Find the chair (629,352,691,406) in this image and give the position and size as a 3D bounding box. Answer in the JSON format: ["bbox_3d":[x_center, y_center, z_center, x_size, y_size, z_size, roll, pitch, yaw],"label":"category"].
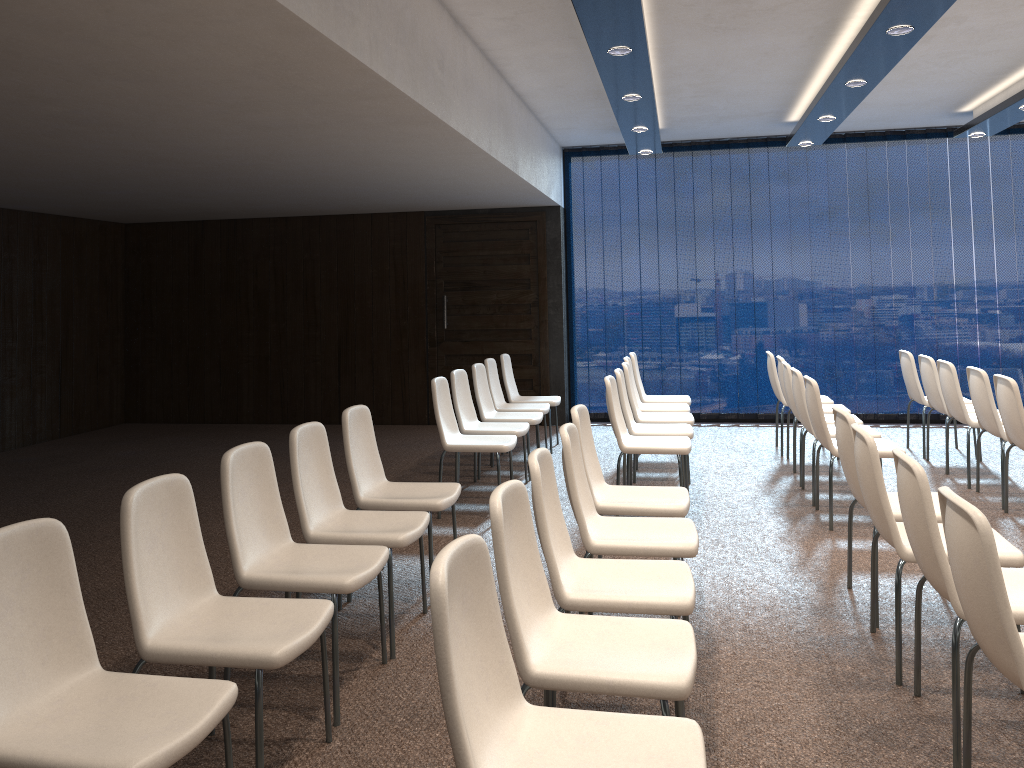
[{"bbox_3d":[1.385,0.155,8.160,0.557,0.905,0.530,-1,-1,11],"label":"chair"}]

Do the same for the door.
[{"bbox_3d":[-0.273,-0.745,10.018,1.399,2.420,0.267,-1,-3,11],"label":"door"}]

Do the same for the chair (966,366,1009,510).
[{"bbox_3d":[3.412,0.334,5.910,0.557,0.905,0.530,-1,-1,11],"label":"chair"}]

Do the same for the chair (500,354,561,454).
[{"bbox_3d":[0.180,0.162,8.354,0.557,0.905,0.530,-1,-1,10],"label":"chair"}]

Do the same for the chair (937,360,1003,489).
[{"bbox_3d":[3.502,0.271,6.521,0.557,0.905,0.530,-1,-1,10],"label":"chair"}]

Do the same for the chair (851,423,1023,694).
[{"bbox_3d":[1.647,0.619,3.430,0.557,0.905,0.530,-1,-1,13],"label":"chair"}]

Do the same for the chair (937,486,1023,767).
[{"bbox_3d":[1.433,0.741,2.248,0.557,0.905,0.530,-1,-1,12],"label":"chair"}]

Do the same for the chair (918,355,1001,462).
[{"bbox_3d":[3.613,0.215,7.064,0.557,0.905,0.530,-1,-1,10],"label":"chair"}]

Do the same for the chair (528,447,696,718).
[{"bbox_3d":[0.347,0.688,3.020,0.557,0.905,0.530,-1,-1,9],"label":"chair"}]

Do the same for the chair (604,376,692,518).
[{"bbox_3d":[0.902,0.401,5.788,0.557,0.905,0.530,-1,-1,13],"label":"chair"}]

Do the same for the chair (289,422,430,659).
[{"bbox_3d":[-0.665,0.628,3.842,0.557,0.905,0.530,-1,-1,10],"label":"chair"}]

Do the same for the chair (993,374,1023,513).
[{"bbox_3d":[3.278,0.395,5.325,0.557,0.905,0.530,-1,-1,13],"label":"chair"}]

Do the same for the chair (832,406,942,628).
[{"bbox_3d":[1.777,0.560,3.990,0.557,0.905,0.530,-1,-1,9],"label":"chair"}]

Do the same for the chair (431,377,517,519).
[{"bbox_3d":[-0.256,0.405,6.002,0.557,0.905,0.530,-1,-1,10],"label":"chair"}]

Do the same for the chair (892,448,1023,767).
[{"bbox_3d":[1.564,0.678,2.846,0.557,0.905,0.530,-1,-1,13],"label":"chair"}]

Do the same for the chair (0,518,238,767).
[{"bbox_3d":[-1.000,0.808,2.103,0.557,0.905,0.530,-1,-1,13],"label":"chair"}]

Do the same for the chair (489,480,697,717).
[{"bbox_3d":[0.234,0.746,2.456,0.557,0.905,0.530,-1,-1,13],"label":"chair"}]

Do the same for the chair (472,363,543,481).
[{"bbox_3d":[-0.035,0.281,7.206,0.557,0.905,0.530,-1,-1,11],"label":"chair"}]

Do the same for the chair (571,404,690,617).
[{"bbox_3d":[0.579,0.561,4.247,0.557,0.905,0.530,-1,-1,13],"label":"chair"}]

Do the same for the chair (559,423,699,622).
[{"bbox_3d":[0.487,0.625,3.624,0.557,0.905,0.530,-1,-1,10],"label":"chair"}]

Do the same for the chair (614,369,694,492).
[{"bbox_3d":[1.033,0.342,6.351,0.557,0.905,0.530,-1,-1,10],"label":"chair"}]

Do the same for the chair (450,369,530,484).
[{"bbox_3d":[-0.164,0.342,6.613,0.557,0.905,0.530,-1,-1,13],"label":"chair"}]

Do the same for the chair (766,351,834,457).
[{"bbox_3d":[2.597,0.153,7.910,0.557,0.905,0.530,-1,-1,12],"label":"chair"}]

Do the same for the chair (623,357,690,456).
[{"bbox_3d":[1.254,0.217,7.563,0.557,0.905,0.530,-1,-1,11],"label":"chair"}]

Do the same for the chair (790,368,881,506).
[{"bbox_3d":[2.252,0.339,6.116,0.557,0.905,0.530,-1,-1,11],"label":"chair"}]

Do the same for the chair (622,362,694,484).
[{"bbox_3d":[1.163,0.279,6.958,0.557,0.905,0.530,-1,-1,10],"label":"chair"}]

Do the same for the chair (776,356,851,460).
[{"bbox_3d":[2.507,0.216,7.293,0.557,0.905,0.530,-1,-1,12],"label":"chair"}]

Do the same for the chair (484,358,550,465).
[{"bbox_3d":[0.048,0.221,7.789,0.557,0.905,0.530,-1,-1,11],"label":"chair"}]

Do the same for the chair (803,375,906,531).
[{"bbox_3d":[2.146,0.401,5.512,0.557,0.905,0.530,-1,-1,11],"label":"chair"}]

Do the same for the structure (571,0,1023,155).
[{"bbox_3d":[6.928,-2.159,4.129,13.134,0.231,8.091,0,6,11],"label":"structure"}]

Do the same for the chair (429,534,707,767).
[{"bbox_3d":[0.128,0.808,1.854,0.557,0.905,0.530,-1,-1,13],"label":"chair"}]

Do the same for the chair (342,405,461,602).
[{"bbox_3d":[-0.557,0.566,4.449,0.557,0.905,0.530,-1,-1,10],"label":"chair"}]

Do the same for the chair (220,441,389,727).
[{"bbox_3d":[-0.776,0.685,3.299,0.557,0.905,0.530,-1,-1,11],"label":"chair"}]

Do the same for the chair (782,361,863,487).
[{"bbox_3d":[2.368,0.279,6.690,0.557,0.905,0.530,-1,-1,13],"label":"chair"}]

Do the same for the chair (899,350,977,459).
[{"bbox_3d":[3.720,0.152,7.672,0.557,0.905,0.530,-1,-1,10],"label":"chair"}]

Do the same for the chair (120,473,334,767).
[{"bbox_3d":[-0.866,0.748,2.685,0.557,0.905,0.530,-1,-1,9],"label":"chair"}]
